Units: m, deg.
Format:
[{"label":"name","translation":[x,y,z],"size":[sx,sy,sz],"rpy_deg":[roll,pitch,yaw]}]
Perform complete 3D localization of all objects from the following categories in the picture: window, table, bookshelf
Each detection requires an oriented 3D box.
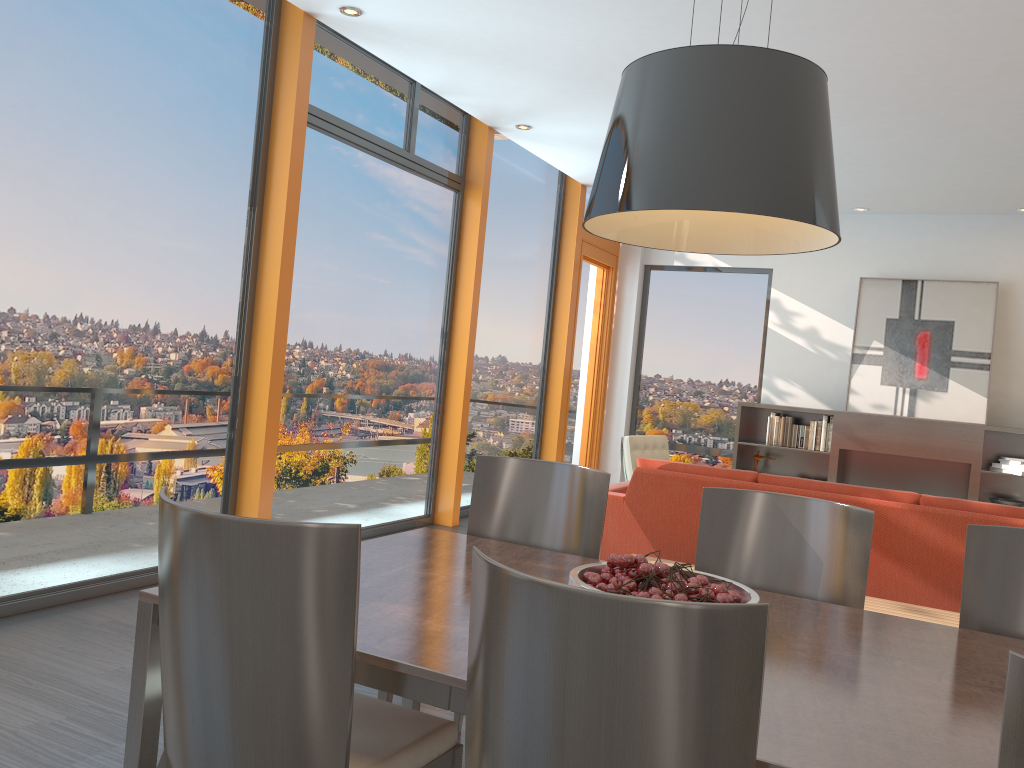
[{"label":"window","translation":[-0.959,-0.595,6.074],"size":[0.070,3.346,2.104],"rpy_deg":[5,0,26]},{"label":"table","translation":[0.378,0.938,1.964],"size":[2.152,0.764,1.171],"rpy_deg":[6,1,26]},{"label":"window","translation":[0.754,-0.484,9.347],"size":[0.211,3.346,1.156],"rpy_deg":[5,0,26]},{"label":"window","translation":[2.046,-0.366,9.633],"size":[1.410,3.340,0.065],"rpy_deg":[5,0,26]},{"label":"bookshelf","translation":[3.796,0.911,8.196],"size":[3.388,1.163,0.570],"rpy_deg":[6,1,26]},{"label":"window","translation":[-2.115,-0.668,3.721],"size":[0.070,3.346,2.923],"rpy_deg":[5,1,26]},{"label":"window","translation":[-0.041,-0.537,7.944],"size":[0.070,3.346,1.843],"rpy_deg":[5,0,26]}]

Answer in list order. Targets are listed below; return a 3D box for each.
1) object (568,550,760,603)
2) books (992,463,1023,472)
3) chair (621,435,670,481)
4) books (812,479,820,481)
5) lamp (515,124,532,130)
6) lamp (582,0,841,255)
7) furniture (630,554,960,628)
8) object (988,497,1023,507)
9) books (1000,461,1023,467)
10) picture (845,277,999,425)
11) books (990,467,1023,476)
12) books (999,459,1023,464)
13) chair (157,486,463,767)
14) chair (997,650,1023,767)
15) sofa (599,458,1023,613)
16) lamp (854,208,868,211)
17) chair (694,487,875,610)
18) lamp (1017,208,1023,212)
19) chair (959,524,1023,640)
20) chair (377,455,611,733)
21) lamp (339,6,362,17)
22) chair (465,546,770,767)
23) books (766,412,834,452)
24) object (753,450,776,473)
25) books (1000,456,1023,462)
[{"label":"object","translation":[0.342,0.472,2.017],"size":[0.427,0.154,0.427],"rpy_deg":[5,1,-20]},{"label":"books","translation":[4.467,0.735,7.785],"size":[0.398,0.038,0.315],"rpy_deg":[5,1,-34]},{"label":"chair","translation":[1.282,0.853,7.146],"size":[0.707,0.817,0.699],"rpy_deg":[6,1,36]},{"label":"books","translation":[2.851,0.959,8.572],"size":[0.336,0.064,0.234],"rpy_deg":[5,1,6]},{"label":"lamp","translation":[0.088,-1.985,6.860],"size":[0.129,0.010,0.129],"rpy_deg":[5,1,-19]},{"label":"lamp","translation":[0.513,-1.121,1.992],"size":[0.567,1.580,0.567],"rpy_deg":[5,0,-35]},{"label":"furniture","translation":[1.406,1.154,4.018],"size":[2.006,0.357,0.492],"rpy_deg":[6,1,26]},{"label":"object","translation":[4.364,1.084,7.820],"size":[0.308,0.117,0.309],"rpy_deg":[5,1,-30]},{"label":"books","translation":[4.469,0.706,7.785],"size":[0.300,0.020,0.210],"rpy_deg":[5,1,-34]},{"label":"picture","translation":[3.860,-0.337,8.380],"size":[1.209,1.338,0.269],"rpy_deg":[6,0,26]},{"label":"books","translation":[4.463,0.772,7.785],"size":[0.398,0.038,0.314],"rpy_deg":[5,1,-24]},{"label":"books","translation":[4.471,0.686,7.785],"size":[0.300,0.020,0.210],"rpy_deg":[5,1,-24]},{"label":"chair","translation":[-0.444,0.709,1.806],"size":[0.548,0.967,0.614],"rpy_deg":[6,1,26]},{"label":"chair","translation":[0.862,0.840,1.159],"size":[0.548,0.967,0.614],"rpy_deg":[6,1,26]},{"label":"sofa","translation":[1.745,0.925,4.806],"size":[2.598,0.852,1.037],"rpy_deg":[6,1,26]},{"label":"lamp","translation":[3.405,-1.704,8.660],"size":[0.129,0.010,0.129],"rpy_deg":[5,1,-19]},{"label":"chair","translation":[0.659,0.803,2.374],"size":[0.548,0.967,0.614],"rpy_deg":[6,1,26]},{"label":"lamp","translation":[4.653,-1.579,8.042],"size":[0.129,0.010,0.129],"rpy_deg":[5,1,-19]},{"label":"chair","translation":[1.282,0.865,2.065],"size":[0.548,0.967,0.614],"rpy_deg":[6,1,26]},{"label":"chair","translation":[-0.024,0.735,2.712],"size":[0.548,0.967,0.614],"rpy_deg":[6,1,26]},{"label":"lamp","translation":[-0.887,-2.046,4.874],"size":[0.129,0.010,0.129],"rpy_deg":[5,1,-19]},{"label":"chair","translation":[0.179,0.771,1.497],"size":[0.548,0.967,0.614],"rpy_deg":[6,1,26]},{"label":"books","translation":[2.805,0.450,8.593],"size":[0.592,0.339,0.324],"rpy_deg":[6,1,26]},{"label":"object","translation":[2.453,0.807,8.811],"size":[0.201,0.290,0.245],"rpy_deg":[5,1,-44]},{"label":"books","translation":[4.473,0.667,7.785],"size":[0.300,0.020,0.210],"rpy_deg":[6,1,16]}]
